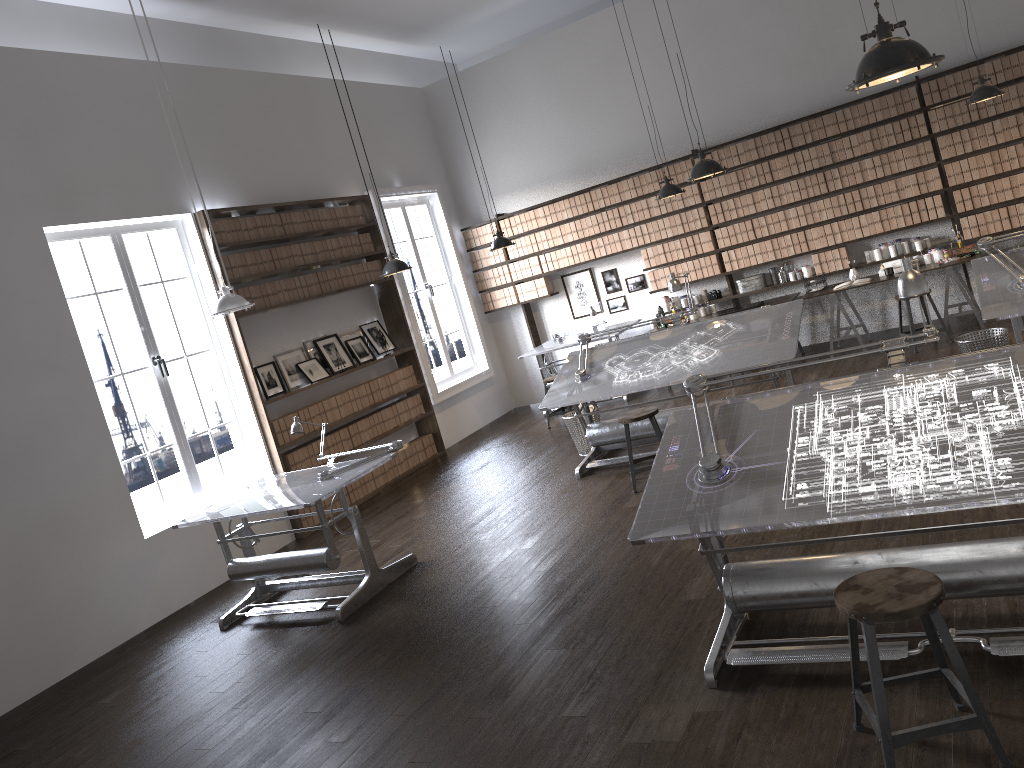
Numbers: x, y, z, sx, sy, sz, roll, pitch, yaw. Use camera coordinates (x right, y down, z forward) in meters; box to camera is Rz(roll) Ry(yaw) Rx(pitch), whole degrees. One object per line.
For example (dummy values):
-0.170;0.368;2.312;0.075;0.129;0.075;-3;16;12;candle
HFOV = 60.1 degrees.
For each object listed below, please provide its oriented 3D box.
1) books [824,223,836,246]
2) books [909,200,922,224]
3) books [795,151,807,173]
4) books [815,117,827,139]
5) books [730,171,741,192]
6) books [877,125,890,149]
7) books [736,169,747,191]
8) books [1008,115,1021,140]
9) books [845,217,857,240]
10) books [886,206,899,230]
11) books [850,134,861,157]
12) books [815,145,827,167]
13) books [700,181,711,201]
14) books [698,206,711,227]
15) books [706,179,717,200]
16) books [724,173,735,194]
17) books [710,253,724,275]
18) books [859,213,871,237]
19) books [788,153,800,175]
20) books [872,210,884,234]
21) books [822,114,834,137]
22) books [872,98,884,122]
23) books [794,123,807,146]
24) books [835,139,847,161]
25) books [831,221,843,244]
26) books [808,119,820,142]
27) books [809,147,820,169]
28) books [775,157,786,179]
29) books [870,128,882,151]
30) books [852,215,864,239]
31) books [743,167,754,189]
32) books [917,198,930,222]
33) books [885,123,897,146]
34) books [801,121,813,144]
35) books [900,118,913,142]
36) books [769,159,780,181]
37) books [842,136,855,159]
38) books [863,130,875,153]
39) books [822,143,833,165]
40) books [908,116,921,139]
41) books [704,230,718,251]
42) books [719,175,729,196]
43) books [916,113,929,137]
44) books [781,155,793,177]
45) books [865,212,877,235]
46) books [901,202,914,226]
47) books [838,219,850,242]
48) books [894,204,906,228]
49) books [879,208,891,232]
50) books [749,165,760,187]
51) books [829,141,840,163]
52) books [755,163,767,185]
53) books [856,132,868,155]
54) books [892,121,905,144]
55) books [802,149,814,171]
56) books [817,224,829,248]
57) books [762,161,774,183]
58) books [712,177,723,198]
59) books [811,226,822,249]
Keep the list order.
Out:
3.380;-1.588;9.392;0.066;0.225;0.176;-14;6;29;books
4.095;-1.745;8.990;0.066;0.225;0.176;-14;6;29;books
3.069;-2.349;9.383;0.066;0.225;0.176;-14;6;29;books
3.231;-2.666;9.231;0.066;0.225;0.176;-14;6;29;books
2.469;-2.217;9.717;0.066;0.225;0.176;-14;6;29;books
3.775;-2.504;8.989;0.066;0.225;0.176;-14;6;29;books
2.529;-2.231;9.690;0.066;0.225;0.176;-14;6;29;books
4.799;-2.454;8.468;0.066;0.225;0.176;-14;6;29;books
3.563;-1.629;9.295;0.066;0.225;0.176;-14;6;29;books
3.913;-1.706;9.099;0.066;0.225;0.176;-14;6;29;books
3.545;-2.453;9.115;0.066;0.225;0.176;-14;6;29;books
3.249;-2.388;9.284;0.066;0.225;0.176;-14;6;29;books
2.181;-2.155;9.887;0.066;0.225;0.176;-14;6;29;books
2.168;-1.880;9.955;0.066;0.225;0.176;-14;6;29;books
2.239;-2.168;9.852;0.066;0.225;0.176;-14;6;29;books
2.414;-2.206;9.753;0.066;0.225;0.176;-14;6;29;books
2.317;-1.356;9.991;0.066;0.225;0.176;-14;6;29;books
3.683;-1.655;9.225;0.066;0.225;0.176;-14;6;29;books
3.006;-2.335;9.415;0.066;0.225;0.176;-14;6;29;books
3.792;-1.679;9.160;0.066;0.225;0.176;-14;6;29;books
3.294;-2.680;9.194;0.066;0.225;0.176;-14;6;29;books
3.711;-2.771;8.958;0.066;0.225;0.176;-14;6;29;books
3.048;-2.625;9.328;0.066;0.225;0.176;-14;6;29;books
3.424;-2.427;9.185;0.066;0.225;0.176;-14;6;29;books
3.443;-1.603;9.360;0.066;0.225;0.176;-14;6;29;books
3.172;-2.653;9.266;0.066;0.225;0.176;-14;6;29;books
3.194;-2.376;9.313;0.066;0.225;0.176;-14;6;29;books
2.892;-2.310;9.484;0.066;0.225;0.176;-14;6;29;books
3.714;-2.490;9.023;0.066;0.225;0.176;-14;6;29;books
3.621;-1.641;9.258;0.066;0.225;0.176;-14;6;29;books
2.590;-2.244;9.656;0.066;0.225;0.176;-14;6;29;books
4.161;-1.760;8.960;0.066;0.225;0.176;-14;6;29;books
3.833;-2.516;8.952;0.066;0.225;0.176;-14;6;29;books
3.111;-2.639;9.296;0.066;0.225;0.176;-14;6;29;books
3.957;-2.543;8.881;0.066;0.225;0.176;-14;6;29;books
2.838;-2.299;9.517;0.066;0.225;0.176;-14;6;29;books
3.483;-2.439;9.148;0.066;0.225;0.176;-14;6;29;books
3.654;-2.476;9.050;0.066;0.225;0.176;-14;6;29;books
3.303;-2.400;9.248;0.066;0.225;0.176;-14;6;29;books
4.023;-2.558;8.850;0.066;0.225;0.176;-14;6;29;books
2.245;-1.615;9.968;0.066;0.225;0.176;-14;6;29;books
2.360;-2.194;9.782;0.066;0.225;0.176;-14;6;29;books
4.086;-2.572;8.812;0.066;0.225;0.176;-14;6;29;books
2.944;-2.321;9.449;0.066;0.225;0.176;-14;6;29;books
3.737;-1.667;9.196;0.066;0.225;0.176;-14;6;29;books
4.034;-1.733;9.031;0.066;0.225;0.176;-14;6;29;books
3.504;-1.617;9.330;0.066;0.225;0.176;-14;6;29;books
3.971;-1.718;9.061;0.066;0.225;0.176;-14;6;29;books
3.852;-1.693;9.133;0.066;0.225;0.176;-14;6;29;books
2.648;-2.257;9.619;0.066;0.225;0.176;-14;6;29;books
3.366;-2.414;9.221;0.066;0.225;0.176;-14;6;29;books
2.711;-2.271;9.589;0.066;0.225;0.176;-14;6;29;books
3.599;-2.465;9.086;0.066;0.225;0.176;-14;6;29;books
3.896;-2.530;8.922;0.066;0.225;0.176;-14;6;29;books
3.132;-2.362;9.346;0.066;0.225;0.176;-14;6;29;books
3.318;-1.575;9.426;0.066;0.225;0.176;-14;6;29;books
2.772;-2.284;9.548;0.066;0.225;0.176;-14;6;29;books
2.297;-2.180;9.815;0.066;0.225;0.176;-14;6;29;books
3.266;-1.564;9.460;0.066;0.225;0.176;-14;6;29;books
